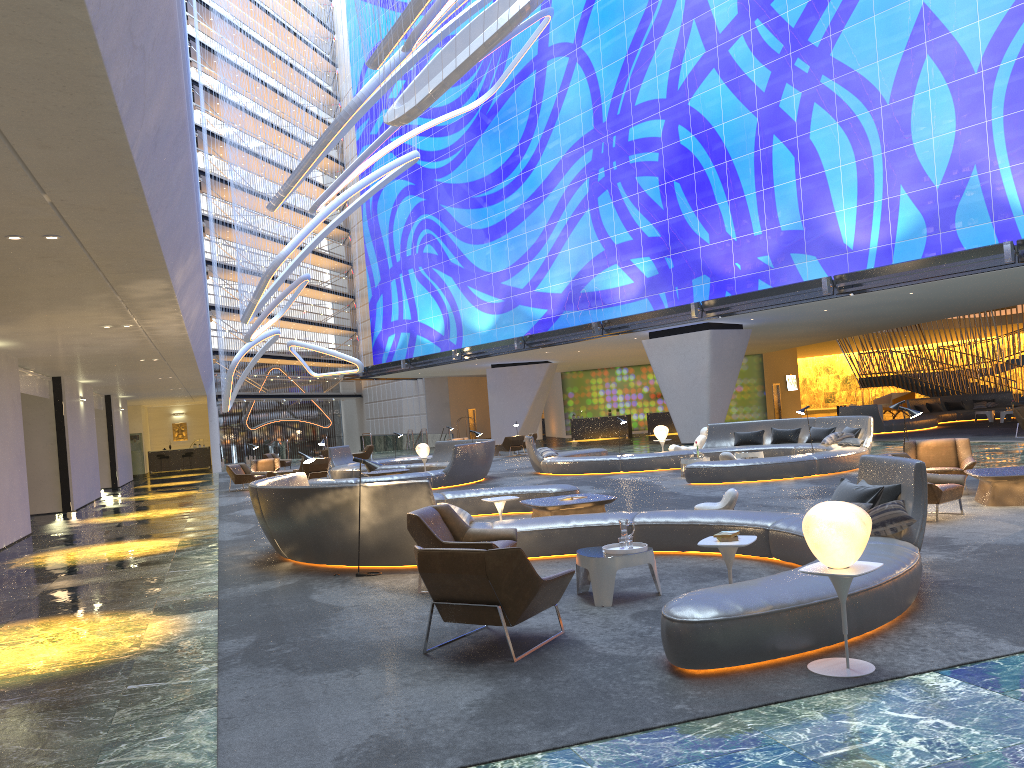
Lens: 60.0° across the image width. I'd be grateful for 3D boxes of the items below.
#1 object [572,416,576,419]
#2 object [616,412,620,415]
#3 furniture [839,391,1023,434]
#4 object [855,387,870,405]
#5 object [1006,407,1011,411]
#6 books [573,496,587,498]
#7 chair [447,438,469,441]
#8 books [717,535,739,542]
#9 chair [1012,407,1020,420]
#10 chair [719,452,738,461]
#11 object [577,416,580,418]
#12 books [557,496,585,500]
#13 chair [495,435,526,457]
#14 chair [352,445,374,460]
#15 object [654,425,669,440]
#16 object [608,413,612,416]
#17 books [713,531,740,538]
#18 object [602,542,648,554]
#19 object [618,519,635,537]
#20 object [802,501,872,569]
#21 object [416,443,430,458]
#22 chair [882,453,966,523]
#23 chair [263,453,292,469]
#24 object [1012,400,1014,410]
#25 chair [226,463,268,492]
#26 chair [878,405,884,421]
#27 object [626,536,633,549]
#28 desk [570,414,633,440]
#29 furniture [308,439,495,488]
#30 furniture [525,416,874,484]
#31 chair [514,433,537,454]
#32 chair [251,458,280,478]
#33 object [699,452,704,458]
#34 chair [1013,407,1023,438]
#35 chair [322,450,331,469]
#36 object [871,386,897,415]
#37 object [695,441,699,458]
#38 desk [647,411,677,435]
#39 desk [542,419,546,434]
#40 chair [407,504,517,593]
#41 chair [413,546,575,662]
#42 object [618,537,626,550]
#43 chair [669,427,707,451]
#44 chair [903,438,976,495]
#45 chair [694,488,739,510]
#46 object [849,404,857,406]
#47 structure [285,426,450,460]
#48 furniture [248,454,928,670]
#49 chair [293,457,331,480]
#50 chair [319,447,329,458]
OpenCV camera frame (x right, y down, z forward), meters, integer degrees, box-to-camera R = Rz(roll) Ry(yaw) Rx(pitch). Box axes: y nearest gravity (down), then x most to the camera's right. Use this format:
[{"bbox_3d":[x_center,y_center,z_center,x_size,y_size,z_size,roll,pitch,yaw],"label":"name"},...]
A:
[{"bbox_3d":[3.157,1.693,45.281,0.149,0.150,0.149,-5,-1,16],"label":"object"},{"bbox_3d":[5.335,1.504,44.587,0.150,0.145,0.150,-5,-1,15],"label":"object"},{"bbox_3d":[14.684,1.019,31.612,9.925,0.969,5.188,-4,-2,-1],"label":"furniture"},{"bbox_3d":[18.327,0.891,46.265,0.477,1.664,1.203,-4,0,37],"label":"object"},{"bbox_3d":[17.041,0.850,30.392,0.151,0.118,0.071,-5,0,17],"label":"object"},{"bbox_3d":[0.936,1.564,12.246,0.133,0.012,0.189,-3,-2,-29],"label":"books"},{"bbox_3d":[-2.133,2.587,35.937,0.929,0.766,0.939,-4,-1,-12],"label":"chair"},{"bbox_3d":[1.556,1.110,6.404,0.128,0.030,0.182,-5,-2,4],"label":"books"},{"bbox_3d":[17.571,1.038,30.807,0.491,0.501,0.587,-4,-1,-2],"label":"chair"},{"bbox_3d":[4.895,1.628,18.756,0.586,0.501,1.783,-5,-2,36],"label":"chair"},{"bbox_3d":[3.394,1.692,45.210,0.108,0.108,0.111,-5,-1,16],"label":"object"},{"bbox_3d":[0.835,1.566,12.255,0.395,0.039,0.301,-4,-2,-4],"label":"books"},{"bbox_3d":[-0.027,2.341,33.335,0.928,0.766,0.940,-4,-1,-35],"label":"chair"},{"bbox_3d":[-6.115,2.900,36.130,0.938,0.766,0.930,-4,-1,-16],"label":"chair"},{"bbox_3d":[3.963,1.295,23.544,0.366,0.387,0.318,-4,-1,-36],"label":"object"},{"bbox_3d":[4.939,1.538,44.684,0.150,0.145,0.150,-5,-1,15],"label":"object"},{"bbox_3d":[1.550,1.084,6.402,0.133,0.022,0.189,-6,-2,33],"label":"books"},{"bbox_3d":[0.961,1.396,7.534,0.381,0.038,0.382,-4,-2,-27],"label":"object"},{"bbox_3d":[0.973,1.286,7.583,0.130,0.252,0.103,-4,0,-35],"label":"object"},{"bbox_3d":[1.881,0.874,5.129,0.366,0.387,0.318,-4,-1,-36],"label":"object"},{"bbox_3d":[-2.422,1.802,24.027,0.366,0.387,0.318,-4,-1,-11],"label":"object"},{"bbox_3d":[4.870,1.240,10.731,0.928,0.766,0.940,-4,-1,-40],"label":"chair"},{"bbox_3d":[-9.243,3.103,34.951,0.939,0.766,0.929,-5,-1,6],"label":"chair"},{"bbox_3d":[17.107,0.722,30.258,0.076,0.356,0.066,-4,0,-26],"label":"object"},{"bbox_3d":[-7.668,2.682,25.596,0.939,0.766,0.929,-5,-1,15],"label":"chair"},{"bbox_3d":[13.375,1.237,32.896,0.729,0.882,1.156,-5,-1,26],"label":"chair"},{"bbox_3d":[0.993,1.349,7.487,0.071,0.118,0.071,-5,-1,39],"label":"object"},{"bbox_3d":[4.540,2.204,45.096,2.980,1.097,0.813,-5,-1,20],"label":"desk"},{"bbox_3d":[-3.031,2.168,24.839,5.185,0.969,9.932,-4,-2,-2],"label":"furniture"},{"bbox_3d":[4.045,1.505,21.204,5.180,0.969,9.940,-4,-2,-26],"label":"furniture"},{"bbox_3d":[0.512,2.352,34.966,0.938,0.766,0.930,-4,-1,-10],"label":"chair"},{"bbox_3d":[-7.817,2.775,28.129,0.929,0.766,0.939,-4,-1,-12],"label":"chair"},{"bbox_3d":[3.962,1.478,18.555,0.071,0.118,0.151,-4,-1,-8],"label":"object"},{"bbox_3d":[13.415,0.963,22.608,0.928,0.766,0.940,-4,-1,-20],"label":"chair"},{"bbox_3d":[-6.801,2.894,34.290,0.930,0.766,0.938,-5,-1,33],"label":"chair"},{"bbox_3d":[19.387,0.808,46.218,1.204,1.664,0.476,-4,0,-8],"label":"object"},{"bbox_3d":[3.864,1.362,18.430,0.076,0.356,0.066,-4,0,39],"label":"object"},{"bbox_3d":[8.409,1.900,44.924,2.979,1.097,0.813,-5,-1,18],"label":"desk"},{"bbox_3d":[1.689,2.929,60.857,2.980,1.097,0.813,-5,-1,20],"label":"desk"},{"bbox_3d":[-0.470,1.585,8.665,0.939,0.766,0.929,-5,-1,15],"label":"chair"},{"bbox_3d":[-0.144,1.485,6.333,0.930,0.766,0.938,-5,-1,31],"label":"chair"},{"bbox_3d":[0.929,1.352,7.439,0.071,0.118,0.071,-4,0,-36],"label":"object"},{"bbox_3d":[4.676,1.589,22.947,1.157,0.882,0.729,-4,-1,1],"label":"chair"},{"bbox_3d":[6.202,1.207,12.887,0.930,0.766,0.938,-5,-1,23],"label":"chair"},{"bbox_3d":[2.566,1.559,11.002,0.587,0.501,0.491,-5,-1,16],"label":"chair"},{"bbox_3d":[12.518,0.924,32.525,0.318,0.387,0.367,-4,-1,-11],"label":"object"},{"bbox_3d":[-10.575,7.413,58.307,9.297,8.398,19.755,-4,-2,-18],"label":"structure"},{"bbox_3d":[-0.030,1.459,9.997,5.181,0.969,9.939,-4,-2,-22],"label":"furniture"},{"bbox_3d":[-5.711,2.529,25.527,0.928,0.766,0.940,-4,-1,-35],"label":"chair"},{"bbox_3d":[-7.487,3.039,37.159,0.930,0.766,0.938,-5,-1,9],"label":"chair"}]
